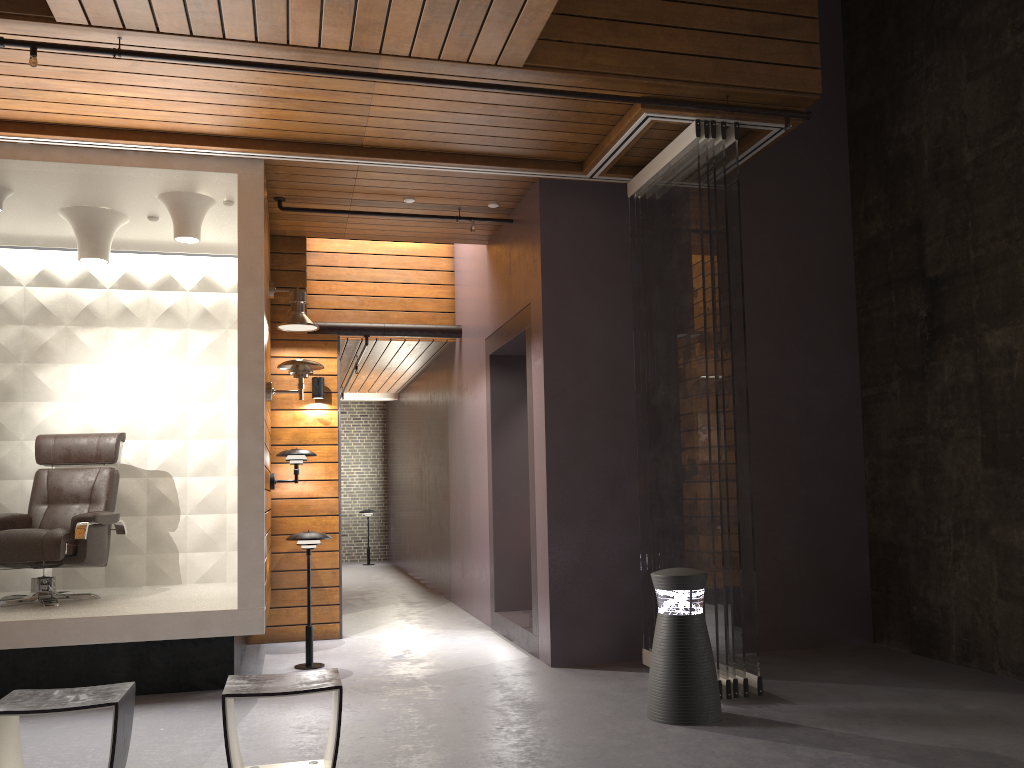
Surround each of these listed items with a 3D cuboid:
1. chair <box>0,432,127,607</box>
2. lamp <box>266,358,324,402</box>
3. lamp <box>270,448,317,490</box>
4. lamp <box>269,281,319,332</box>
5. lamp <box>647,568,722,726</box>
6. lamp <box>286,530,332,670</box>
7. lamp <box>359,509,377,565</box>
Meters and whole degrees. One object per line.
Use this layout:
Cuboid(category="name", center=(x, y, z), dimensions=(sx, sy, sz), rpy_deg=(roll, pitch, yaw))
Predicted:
Cuboid(category="chair", center=(-2.896, 0.822, 5.593), dimensions=(0.755, 1.067, 0.828), rpy_deg=(-1, -5, 1))
Cuboid(category="lamp", center=(-1.343, -0.025, 5.500), dimensions=(0.351, 0.270, 0.289), rpy_deg=(0, -6, -14))
Cuboid(category="lamp", center=(-1.558, 0.603, 6.319), dimensions=(0.326, 0.296, 0.289), rpy_deg=(0, -6, -14))
Cuboid(category="lamp", center=(-1.542, -0.558, 6.267), dimensions=(0.346, 0.330, 0.296), rpy_deg=(0, -6, -12))
Cuboid(category="lamp", center=(0.807, 1.226, 4.214), dimensions=(0.348, 0.693, 0.349), rpy_deg=(-1, -5, -8))
Cuboid(category="lamp", center=(-1.292, 1.363, 5.638), dimensions=(0.288, 0.859, 0.288), rpy_deg=(1, -5, -28))
Cuboid(category="lamp", center=(-2.228, 2.372, 13.742), dimensions=(0.287, 0.859, 0.289), rpy_deg=(0, -5, -17))
